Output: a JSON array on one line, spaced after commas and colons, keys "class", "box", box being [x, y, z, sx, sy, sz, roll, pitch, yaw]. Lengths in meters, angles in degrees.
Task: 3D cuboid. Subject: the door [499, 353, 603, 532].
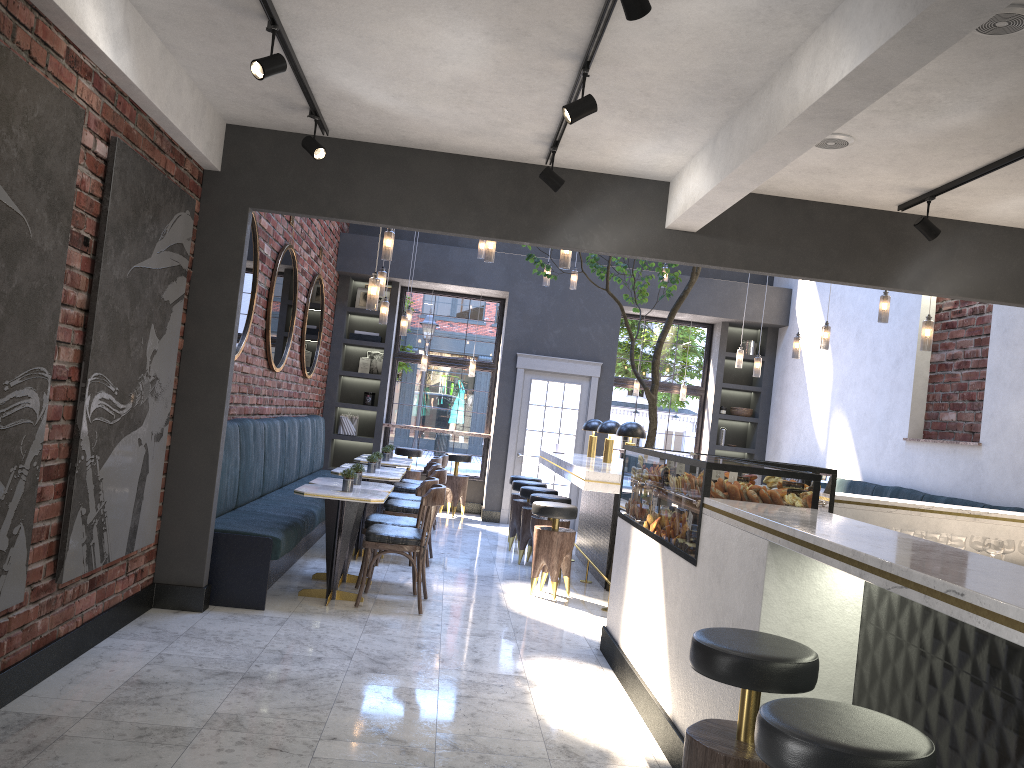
[{"class": "door", "box": [0.494, 0.764, 11.566, 1.132, 2.218, 0.152, 7, -1, -4]}]

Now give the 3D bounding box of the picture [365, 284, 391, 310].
[{"class": "picture", "box": [-1.850, -1.161, 12.151, 0.361, 0.369, 0.055, 7, -1, -4]}]

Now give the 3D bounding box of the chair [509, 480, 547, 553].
[{"class": "chair", "box": [0.149, 1.388, 9.228, 0.370, 0.737, 0.372, 7, -2, -13]}]

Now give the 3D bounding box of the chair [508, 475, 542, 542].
[{"class": "chair", "box": [0.121, 1.410, 9.938, 0.371, 0.737, 0.371, 5, -2, 40]}]

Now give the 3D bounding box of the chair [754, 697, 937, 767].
[{"class": "chair", "box": [0.683, 1.148, 1.932, 0.370, 0.821, 0.372, 6, -2, 6]}]

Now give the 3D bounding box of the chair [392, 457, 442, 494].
[{"class": "chair", "box": [-1.075, 1.210, 9.773, 0.521, 0.851, 0.538, 7, -2, -2]}]

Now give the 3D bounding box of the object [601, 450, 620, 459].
[{"class": "object", "box": [1.123, 0.789, 9.945, 0.176, 0.097, 0.301, 7, -2, -12]}]

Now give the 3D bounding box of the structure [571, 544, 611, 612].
[{"class": "structure", "box": [0.828, 1.705, 8.517, 0.496, 0.210, 3.499, 7, -2, -4]}]

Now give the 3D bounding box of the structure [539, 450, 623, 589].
[{"class": "structure", "box": [0.876, 1.288, 8.528, 0.990, 1.050, 3.491, 7, -2, -4]}]

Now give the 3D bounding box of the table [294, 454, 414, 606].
[{"class": "table", "box": [0.623, 1.405, 8.398, 4.599, 0.751, 4.831, 7, -2, -4]}]

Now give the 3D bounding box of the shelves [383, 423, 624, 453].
[{"class": "shelves", "box": [0.456, 0.798, 12.094, 4.403, 0.043, 0.384, 7, -2, -4]}]

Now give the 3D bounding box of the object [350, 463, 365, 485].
[{"class": "object", "box": [-1.179, 0.683, 6.755, 0.118, 0.165, 0.122, 7, -2, -26]}]

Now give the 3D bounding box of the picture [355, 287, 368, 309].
[{"class": "picture", "box": [-2.014, -1.156, 12.105, 0.230, 0.313, 0.061, 7, -2, -4]}]

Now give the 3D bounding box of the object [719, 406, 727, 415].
[{"class": "object", "box": [2.909, 0.363, 12.259, 0.117, 0.119, 0.117, 7, -2, -27]}]

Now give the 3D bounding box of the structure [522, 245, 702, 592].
[{"class": "structure", "box": [1.246, -1.184, 7.621, 3.742, 5.987, 2.808, 5, -2, 40]}]

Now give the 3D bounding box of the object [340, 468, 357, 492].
[{"class": "object", "box": [-1.140, 0.667, 6.175, 0.118, 0.165, 0.122, 7, -2, -26]}]

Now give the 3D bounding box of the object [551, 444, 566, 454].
[{"class": "object", "box": [0.526, 0.718, 9.874, 0.176, 0.098, 0.204, 6, -2, 2]}]

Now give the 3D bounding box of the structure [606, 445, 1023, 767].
[{"class": "structure", "box": [2.426, 1.134, 2.809, 3.205, 1.300, 5.806, 7, -2, -4]}]

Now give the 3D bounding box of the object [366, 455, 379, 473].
[{"class": "object", "box": [-1.263, 0.717, 7.992, 0.118, 0.165, 0.122, 7, -2, -26]}]

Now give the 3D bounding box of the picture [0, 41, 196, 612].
[{"class": "picture", "box": [-1.900, -0.119, 3.809, 0.033, 2.027, 2.822, 7, -2, -4]}]

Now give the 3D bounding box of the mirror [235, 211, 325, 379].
[{"class": "mirror", "box": [-2.105, -0.859, 8.252, 0.036, 1.510, 4.774, 7, -2, -4]}]

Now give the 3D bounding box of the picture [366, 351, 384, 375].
[{"class": "picture", "box": [-1.882, -0.284, 12.142, 0.247, 0.326, 0.044, 7, -1, -4]}]

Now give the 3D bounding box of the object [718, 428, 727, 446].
[{"class": "object", "box": [2.894, 0.725, 12.206, 0.098, 0.248, 0.098, 5, -2, 36]}]

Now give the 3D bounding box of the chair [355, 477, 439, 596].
[{"class": "chair", "box": [-0.867, 1.127, 6.798, 0.521, 0.851, 0.538, 7, -2, -2]}]

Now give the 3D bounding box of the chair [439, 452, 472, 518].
[{"class": "chair", "box": [-0.759, 1.332, 11.731, 0.372, 0.821, 0.370, 8, -2, -41]}]

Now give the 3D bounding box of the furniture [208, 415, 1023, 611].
[{"class": "furniture", "box": [0.645, 1.208, 8.447, 6.021, 1.151, 5.342, 7, -2, -4]}]

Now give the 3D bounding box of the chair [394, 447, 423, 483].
[{"class": "chair", "box": [-1.401, 1.259, 11.712, 0.371, 0.821, 0.371, 8, -2, -41]}]

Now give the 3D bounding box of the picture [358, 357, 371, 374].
[{"class": "picture", "box": [-2.014, -0.250, 12.107, 0.161, 0.227, 0.049, 7, -2, -3]}]

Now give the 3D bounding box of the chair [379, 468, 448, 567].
[{"class": "chair", "box": [-0.889, 1.168, 8.001, 0.521, 0.851, 0.538, 7, -2, -2]}]

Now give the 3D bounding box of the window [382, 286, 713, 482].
[{"class": "window", "box": [1.073, -1.394, 6.254, 6.406, 5.363, 12.712, 7, -2, -4]}]

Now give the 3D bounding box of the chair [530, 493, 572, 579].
[{"class": "chair", "box": [0.307, 1.357, 7.843, 0.371, 0.737, 0.371, 6, -2, 24]}]

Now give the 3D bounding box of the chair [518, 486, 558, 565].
[{"class": "chair", "box": [0.226, 1.372, 8.538, 0.371, 0.737, 0.371, 5, -2, 40]}]

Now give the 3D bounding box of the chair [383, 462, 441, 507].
[{"class": "chair", "box": [-0.994, 1.178, 8.627, 0.521, 0.851, 0.538, 7, -2, -10]}]

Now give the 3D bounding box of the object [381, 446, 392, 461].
[{"class": "object", "box": [-1.383, 0.767, 9.766, 0.118, 0.165, 0.122, 7, -2, -26]}]

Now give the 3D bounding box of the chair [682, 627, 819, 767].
[{"class": "chair", "box": [0.673, 1.171, 2.619, 0.372, 0.821, 0.370, 8, -2, -41]}]

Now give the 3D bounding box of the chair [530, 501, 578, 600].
[{"class": "chair", "box": [0.310, 1.332, 7.138, 0.371, 0.737, 0.371, 5, -2, 40]}]

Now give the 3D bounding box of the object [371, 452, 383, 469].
[{"class": "object", "box": [-1.302, 0.733, 8.572, 0.118, 0.165, 0.122, 7, -2, -26]}]

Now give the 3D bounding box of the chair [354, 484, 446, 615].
[{"class": "chair", "box": [-0.769, 1.118, 6.225, 0.521, 0.851, 0.538, 7, -2, -2]}]

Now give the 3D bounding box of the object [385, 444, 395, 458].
[{"class": "object", "box": [-1.423, 0.783, 10.347, 0.118, 0.165, 0.122, 7, -2, -26]}]

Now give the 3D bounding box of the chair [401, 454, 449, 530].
[{"class": "chair", "box": [-1.046, 1.233, 10.355, 0.521, 0.851, 0.497, 7, -2, -5]}]

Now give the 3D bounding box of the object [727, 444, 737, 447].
[{"class": "object", "box": [3.018, 0.850, 12.185, 0.130, 0.026, 0.130, 7, -2, -21]}]
